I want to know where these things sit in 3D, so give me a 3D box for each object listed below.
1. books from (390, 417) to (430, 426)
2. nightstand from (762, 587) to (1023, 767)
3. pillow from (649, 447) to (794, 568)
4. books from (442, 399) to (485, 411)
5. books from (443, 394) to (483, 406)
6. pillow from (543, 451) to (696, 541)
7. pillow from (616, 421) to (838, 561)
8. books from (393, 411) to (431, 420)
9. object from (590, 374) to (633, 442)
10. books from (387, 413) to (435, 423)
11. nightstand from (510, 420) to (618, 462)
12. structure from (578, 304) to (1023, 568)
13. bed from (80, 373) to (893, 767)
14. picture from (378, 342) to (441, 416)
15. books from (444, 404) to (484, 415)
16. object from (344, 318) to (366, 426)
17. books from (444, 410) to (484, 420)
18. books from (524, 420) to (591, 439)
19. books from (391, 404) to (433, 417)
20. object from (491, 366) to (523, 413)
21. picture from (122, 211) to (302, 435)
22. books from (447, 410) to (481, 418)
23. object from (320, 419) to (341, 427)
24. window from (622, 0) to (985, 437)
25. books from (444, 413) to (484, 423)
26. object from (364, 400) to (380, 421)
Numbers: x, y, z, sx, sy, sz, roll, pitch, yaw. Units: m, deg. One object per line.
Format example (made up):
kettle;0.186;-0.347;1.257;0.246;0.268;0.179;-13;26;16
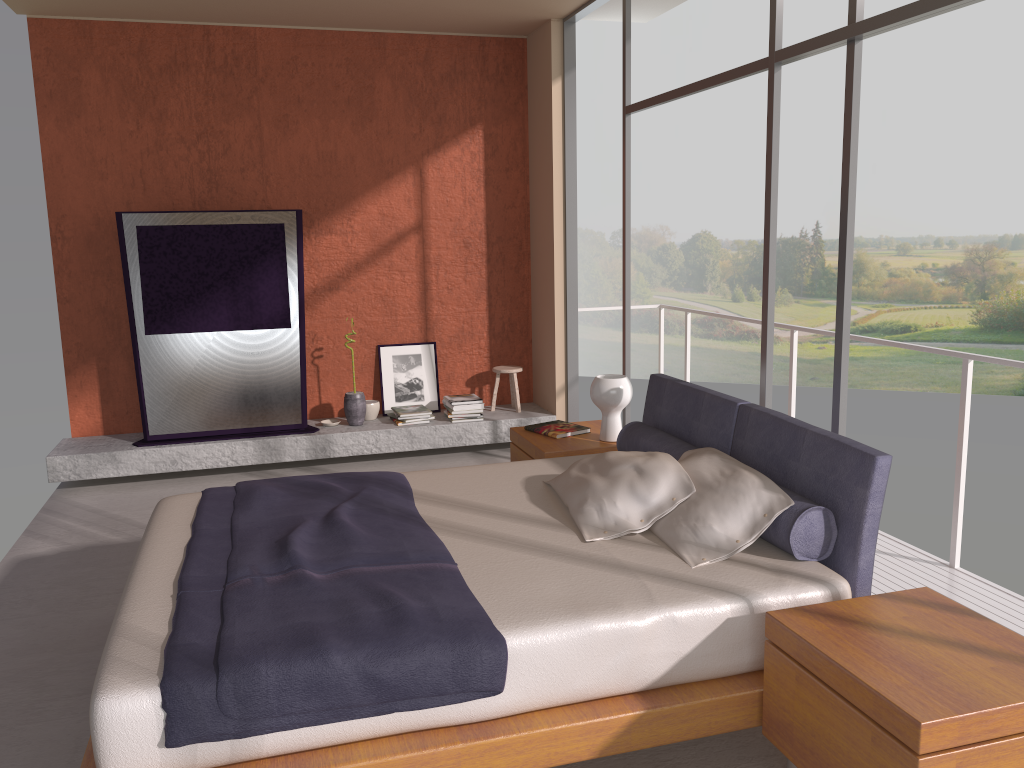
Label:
books;-0.775;0.268;6.717;0.247;0.025;0.287;-5;10;-19
nightstand;1.097;0.962;2.394;0.562;0.556;0.628;-4;10;-16
pillow;0.685;0.432;3.295;0.400;0.265;0.791;-4;10;-13
books;-0.373;0.151;6.789;0.247;0.038;0.319;-5;10;-19
books;-0.375;0.120;6.789;0.247;0.025;0.287;-4;10;-16
pillow;0.407;0.398;3.585;0.431;0.264;0.869;-3;10;-8
pillow;0.801;0.385;3.611;0.205;0.201;1.470;-4;10;-16
books;-0.758;0.224;6.708;0.247;0.025;0.287;-4;10;-14
object;0.525;0.127;4.684;0.224;0.338;0.224;-2;10;-5
books;-0.765;0.244;6.725;0.247;0.018;0.328;-7;11;-31
nightstand;0.350;0.551;4.894;0.562;0.556;0.628;-4;10;-16
structure;1.925;0.492;3.293;0.728;1.005;7.689;-4;10;-16
bed;-0.189;0.628;3.369;2.462;0.959;2.017;-4;10;-16
picture;-0.804;-0.041;6.960;0.458;0.550;0.117;-4;10;-16
books;-0.372;0.184;6.794;0.247;0.027;0.328;-4;10;-14
object;-1.173;-0.092;6.554;0.165;0.810;0.165;0;10;7
books;-0.373;0.231;6.808;0.247;0.018;0.287;-4;10;-16
books;0.253;0.251;4.933;0.247;0.025;0.287;-8;12;-35
books;-0.761;0.202;6.709;0.247;0.018;0.328;-5;10;-19
object;-0.018;0.042;7.024;0.260;0.349;0.257;8;13;42
picture;-2.029;-0.429;6.147;1.129;1.496;0.126;-4;10;-16
books;-0.370;0.214;6.780;0.247;0.025;0.287;-2;10;-5
object;-1.353;0.298;6.623;0.152;0.040;0.152;2;10;19
window;1.575;-0.421;2.834;0.075;3.133;6.106;-4;10;-16
books;-0.371;0.249;6.806;0.247;0.018;0.328;-4;10;-14
object;-1.103;0.205;6.803;0.179;0.137;0.180;-2;10;-4
